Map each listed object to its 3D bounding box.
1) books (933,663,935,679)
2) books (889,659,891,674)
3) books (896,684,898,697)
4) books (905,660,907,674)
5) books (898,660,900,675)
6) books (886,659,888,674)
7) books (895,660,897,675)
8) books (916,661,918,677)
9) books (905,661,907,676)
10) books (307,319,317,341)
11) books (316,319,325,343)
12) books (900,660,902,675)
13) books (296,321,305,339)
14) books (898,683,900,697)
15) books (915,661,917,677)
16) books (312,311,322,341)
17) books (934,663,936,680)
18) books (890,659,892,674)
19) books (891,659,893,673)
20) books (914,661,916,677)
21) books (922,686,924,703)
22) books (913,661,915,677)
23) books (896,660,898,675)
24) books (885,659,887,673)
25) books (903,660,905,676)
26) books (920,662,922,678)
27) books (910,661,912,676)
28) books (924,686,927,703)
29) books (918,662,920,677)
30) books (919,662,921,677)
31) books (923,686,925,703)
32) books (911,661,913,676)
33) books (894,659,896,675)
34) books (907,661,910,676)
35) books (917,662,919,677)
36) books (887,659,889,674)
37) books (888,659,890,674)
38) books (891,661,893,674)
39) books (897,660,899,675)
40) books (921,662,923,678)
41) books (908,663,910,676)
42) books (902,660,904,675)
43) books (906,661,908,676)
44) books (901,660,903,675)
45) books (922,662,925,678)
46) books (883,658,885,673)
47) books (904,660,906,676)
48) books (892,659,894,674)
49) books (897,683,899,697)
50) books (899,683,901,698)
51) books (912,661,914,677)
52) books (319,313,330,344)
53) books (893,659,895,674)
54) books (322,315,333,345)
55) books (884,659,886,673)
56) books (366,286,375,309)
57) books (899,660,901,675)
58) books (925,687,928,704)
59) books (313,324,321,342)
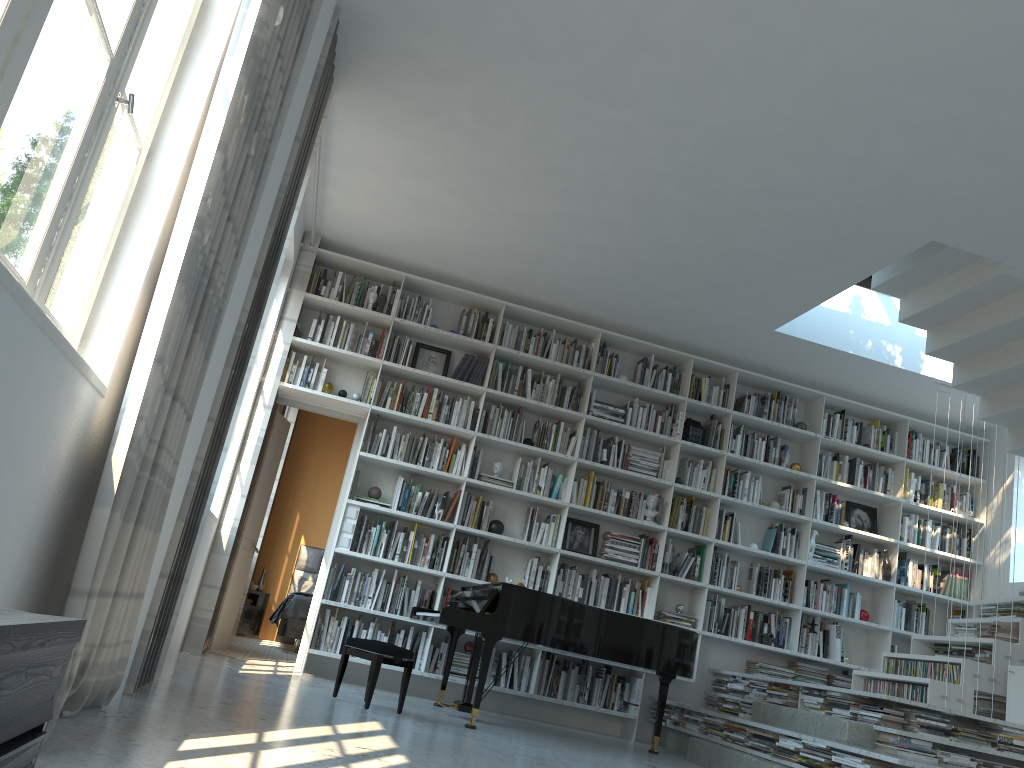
[{"bbox_3d":[2.935,1.984,6.063,0.125,0.125,0.018,15,-16,-10],"label":"books"},{"bbox_3d":[2.825,2.093,6.503,0.125,0.125,0.010,15,-16,-10],"label":"books"},{"bbox_3d":[2.721,2.147,6.141,0.125,0.125,0.008,15,-16,-10],"label":"books"},{"bbox_3d":[2.866,2.052,6.337,0.125,0.125,0.007,15,-16,-10],"label":"books"},{"bbox_3d":[2.850,2.068,6.402,0.125,0.125,0.009,15,-16,-10],"label":"books"},{"bbox_3d":[2.817,2.101,6.533,0.125,0.125,0.008,15,-16,-10],"label":"books"},{"bbox_3d":[2.841,2.077,6.439,0.125,0.125,0.010,15,-16,-10],"label":"books"},{"bbox_3d":[2.896,2.023,6.219,0.125,0.125,0.007,15,-16,-10],"label":"books"},{"bbox_3d":[2.868,2.050,6.330,0.125,0.125,0.007,15,-16,-10],"label":"books"},{"bbox_3d":[-1.581,-0.385,6.992,0.034,0.217,0.166,15,-16,-10],"label":"books"},{"bbox_3d":[-1.516,-0.377,6.994,0.023,0.227,0.172,15,-16,-10],"label":"books"},{"bbox_3d":[2.854,2.064,6.388,0.125,0.125,0.007,15,-16,-10],"label":"books"},{"bbox_3d":[-1.661,-0.383,6.983,0.121,0.175,0.130,15,-16,-10],"label":"books"},{"bbox_3d":[2.725,2.143,6.126,0.125,0.125,0.008,15,-16,-10],"label":"books"},{"bbox_3d":[2.892,2.026,6.234,0.125,0.125,0.007,15,-16,-10],"label":"books"},{"bbox_3d":[-1.551,-0.416,7.010,0.011,0.295,0.163,15,-16,-10],"label":"books"},{"bbox_3d":[2.938,1.980,6.050,0.125,0.125,0.009,15,-16,-10],"label":"books"},{"bbox_3d":[2.827,2.091,6.495,0.125,0.125,0.012,15,-16,-10],"label":"books"},{"bbox_3d":[2.829,2.089,6.484,0.125,0.125,0.008,15,-16,-10],"label":"books"},{"bbox_3d":[2.890,2.028,6.242,0.125,0.125,0.010,15,-16,-10],"label":"books"},{"bbox_3d":[2.784,2.084,5.889,0.125,0.125,0.009,15,-16,-10],"label":"books"},{"bbox_3d":[2.887,2.031,6.253,0.125,0.125,0.014,15,-16,-10],"label":"books"},{"bbox_3d":[2.843,2.075,6.429,0.125,0.125,0.010,15,-16,-10],"label":"books"},{"bbox_3d":[2.814,2.104,6.547,0.125,0.125,0.008,15,-16,-10],"label":"books"},{"bbox_3d":[2.863,2.055,6.351,0.125,0.125,0.008,15,-16,-10],"label":"books"},{"bbox_3d":[2.905,2.013,6.182,0.125,0.125,0.008,15,-16,-10],"label":"books"},{"bbox_3d":[2.880,2.038,6.282,0.125,0.125,0.009,15,-16,-10],"label":"books"},{"bbox_3d":[2.789,2.080,5.871,0.125,0.125,0.010,15,-16,-10],"label":"books"},{"bbox_3d":[2.900,2.018,6.203,0.125,0.125,0.008,15,-16,-10],"label":"books"},{"bbox_3d":[2.902,2.016,6.195,0.125,0.125,0.008,15,-16,-10],"label":"books"},{"bbox_3d":[2.786,2.082,5.880,0.125,0.125,0.007,15,-16,-10],"label":"books"},{"bbox_3d":[2.882,2.036,6.273,0.125,0.125,0.007,15,-16,-10],"label":"books"},{"bbox_3d":[2.839,2.079,6.448,0.125,0.125,0.008,15,-16,-10],"label":"books"},{"bbox_3d":[2.873,2.045,6.310,0.125,0.125,0.008,15,-16,-10],"label":"books"},{"bbox_3d":[2.897,2.021,6.212,0.125,0.125,0.010,15,-16,-10],"label":"books"},{"bbox_3d":[2.819,2.099,6.526,0.125,0.125,0.009,15,-16,-10],"label":"books"},{"bbox_3d":[2.823,2.095,6.512,0.125,0.125,0.008,15,-16,-10],"label":"books"},{"bbox_3d":[2.831,2.087,6.476,0.125,0.125,0.007,15,-16,-10],"label":"books"},{"bbox_3d":[2.846,2.072,6.419,0.125,0.125,0.010,15,-16,-10],"label":"books"},{"bbox_3d":[2.907,2.011,6.175,0.125,0.125,0.008,15,-16,-10],"label":"books"},{"bbox_3d":[2.875,2.043,6.300,0.125,0.125,0.012,15,-16,-10],"label":"books"},{"bbox_3d":[2.859,2.059,6.366,0.125,0.125,0.008,15,-16,-10],"label":"books"},{"bbox_3d":[2.870,2.048,6.323,0.125,0.125,0.008,15,-16,-10],"label":"books"},{"bbox_3d":[2.857,2.061,6.374,0.125,0.125,0.008,15,-16,-10],"label":"books"},{"bbox_3d":[2.910,2.008,6.160,0.125,0.125,0.008,15,-16,-10],"label":"books"},{"bbox_3d":[2.808,2.110,6.570,0.125,0.125,0.009,15,-16,-10],"label":"books"},{"bbox_3d":[2.864,2.054,6.344,0.125,0.125,0.007,15,-16,-10],"label":"books"},{"bbox_3d":[2.833,2.085,6.470,0.125,0.125,0.007,15,-16,-10],"label":"books"},{"bbox_3d":[2.723,2.145,6.133,0.125,0.125,0.008,15,-16,-10],"label":"books"},{"bbox_3d":[2.728,2.140,6.113,0.125,0.125,0.008,15,-16,-10],"label":"books"},{"bbox_3d":[2.885,2.034,6.264,0.125,0.125,0.010,15,-16,-10],"label":"books"},{"bbox_3d":[-1.488,-0.397,7.001,0.023,0.281,0.186,15,-16,-10],"label":"books"},{"bbox_3d":[2.835,2.083,6.462,0.125,0.125,0.007,15,-16,-10],"label":"books"},{"bbox_3d":[-1.468,-0.388,7.028,0.028,0.287,0.133,15,-16,-10],"label":"books"},{"bbox_3d":[2.812,2.106,6.555,0.125,0.125,0.009,15,-16,-10],"label":"books"},{"bbox_3d":[-1.154,-0.651,7.150,0.025,0.243,0.168,15,-16,-10],"label":"books"},{"bbox_3d":[2.852,2.066,6.396,0.125,0.125,0.009,15,-16,-10],"label":"books"},{"bbox_3d":[2.791,2.077,5.860,0.125,0.125,0.014,15,-16,-10],"label":"books"},{"bbox_3d":[-1.548,-0.360,7.010,0.024,0.191,0.138,15,-16,-10],"label":"books"}]
